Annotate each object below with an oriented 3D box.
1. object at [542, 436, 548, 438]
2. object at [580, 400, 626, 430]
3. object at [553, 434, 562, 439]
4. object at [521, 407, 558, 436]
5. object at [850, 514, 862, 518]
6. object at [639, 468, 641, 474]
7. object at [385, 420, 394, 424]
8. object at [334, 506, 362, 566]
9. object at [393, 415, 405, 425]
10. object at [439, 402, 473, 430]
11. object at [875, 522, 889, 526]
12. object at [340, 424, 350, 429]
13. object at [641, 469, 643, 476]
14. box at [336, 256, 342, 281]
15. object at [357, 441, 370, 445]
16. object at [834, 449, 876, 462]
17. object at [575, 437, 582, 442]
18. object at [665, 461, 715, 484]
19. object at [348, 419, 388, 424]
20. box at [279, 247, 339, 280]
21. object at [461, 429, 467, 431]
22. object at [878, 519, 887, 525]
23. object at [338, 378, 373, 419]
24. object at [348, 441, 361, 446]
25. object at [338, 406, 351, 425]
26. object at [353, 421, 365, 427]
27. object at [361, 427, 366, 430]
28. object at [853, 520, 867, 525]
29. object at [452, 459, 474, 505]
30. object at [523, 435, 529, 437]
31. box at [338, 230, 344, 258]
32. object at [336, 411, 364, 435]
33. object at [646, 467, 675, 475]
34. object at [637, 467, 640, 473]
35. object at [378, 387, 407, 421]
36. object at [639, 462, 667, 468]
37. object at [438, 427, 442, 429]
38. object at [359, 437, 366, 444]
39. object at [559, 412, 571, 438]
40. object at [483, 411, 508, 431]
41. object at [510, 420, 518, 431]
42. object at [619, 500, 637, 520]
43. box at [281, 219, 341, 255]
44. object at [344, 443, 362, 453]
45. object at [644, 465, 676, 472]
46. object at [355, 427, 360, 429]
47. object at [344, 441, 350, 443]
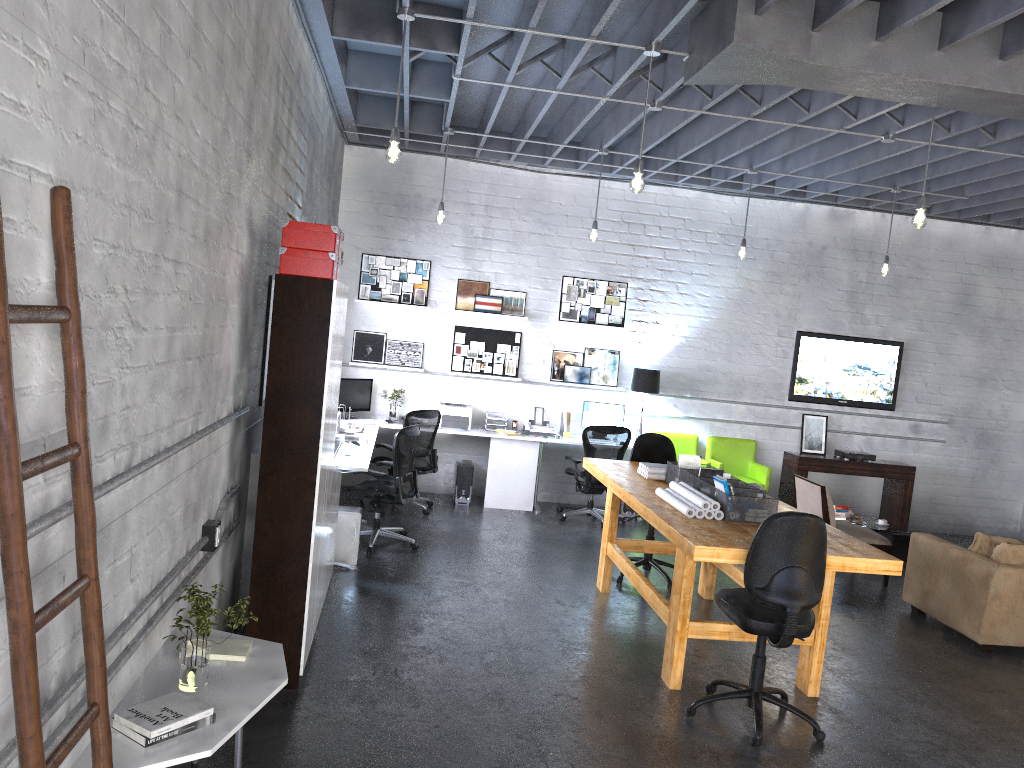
[{"bbox_3d":[0.347,0.564,9.459,0.076,0.016,0.017,9,5,43],"label":"object"},{"bbox_3d":[0.994,0.408,9.808,0.465,0.417,0.211,6,4,-2],"label":"object"},{"bbox_3d":[0.487,0.560,9.490,0.095,0.051,0.095,3,5,-39],"label":"object"},{"bbox_3d":[0.297,0.409,9.732,0.405,0.280,0.399,5,4,-7],"label":"object"},{"bbox_3d":[3.628,1.387,9.392,0.151,0.040,0.151,7,4,10],"label":"object"},{"bbox_3d":[1.199,0.666,6.561,0.520,0.047,0.047,5,4,-7],"label":"object"},{"bbox_3d":[-1.296,0.391,9.339,0.114,0.036,0.058,8,4,33],"label":"object"},{"bbox_3d":[-1.399,1.144,6.756,0.478,0.412,0.200,5,4,-7],"label":"object"},{"bbox_3d":[-1.061,0.392,9.350,0.279,0.081,0.411,3,5,-37],"label":"object"},{"bbox_3d":[-0.619,0.343,9.629,0.351,0.235,0.350,5,4,-7],"label":"object"},{"bbox_3d":[3.783,1.435,9.064,0.131,0.016,0.131,6,4,-1],"label":"object"},{"bbox_3d":[-1.710,0.402,8.251,0.392,0.064,0.259,5,4,-7],"label":"object"},{"bbox_3d":[1.204,0.670,6.515,0.520,0.047,0.047,5,4,-7],"label":"object"},{"bbox_3d":[-1.022,-0.603,4.569,0.270,0.131,0.206,5,4,-7],"label":"box"},{"bbox_3d":[-1.286,0.510,7.612,0.119,0.016,0.119,7,4,11],"label":"object"},{"bbox_3d":[3.937,0.824,10.182,0.371,0.082,0.266,5,4,-7],"label":"object"},{"bbox_3d":[0.896,0.611,9.525,0.422,0.028,0.180,5,4,-12],"label":"object"},{"bbox_3d":[1.267,0.651,6.193,0.316,0.156,0.305,5,4,-7],"label":"object"},{"bbox_3d":[-1.488,0.389,9.124,0.180,0.028,0.422,9,5,43],"label":"object"},{"bbox_3d":[-0.998,-0.588,4.363,0.270,0.131,0.206,5,4,-7],"label":"box"},{"bbox_3d":[-0.502,0.483,9.346,0.075,0.016,0.017,7,4,18],"label":"object"},{"bbox_3d":[3.787,1.412,9.063,0.077,0.052,0.081,9,5,41],"label":"object"},{"bbox_3d":[-1.707,0.151,9.339,0.147,0.428,0.559,8,5,30],"label":"object"},{"bbox_3d":[-1.339,0.500,7.517,0.114,0.036,0.058,5,4,-17],"label":"object"},{"bbox_3d":[-1.737,0.308,8.582,0.324,0.209,0.232,5,4,-7],"label":"object"},{"bbox_3d":[-1.518,0.395,8.785,0.130,0.049,0.130,7,4,10],"label":"object"},{"bbox_3d":[-1.452,0.429,8.601,0.058,0.020,0.071,3,5,-43],"label":"object"},{"bbox_3d":[3.542,1.405,9.028,0.137,0.031,0.137,7,4,19],"label":"object"},{"bbox_3d":[-0.533,1.058,9.588,0.180,0.411,0.475,5,4,-7],"label":"object"},{"bbox_3d":[0.147,0.551,9.414,0.008,0.007,0.141,8,4,27],"label":"object"},{"bbox_3d":[-1.010,-0.733,4.558,0.268,0.133,0.206,5,4,-7],"label":"box"},{"bbox_3d":[-1.553,0.360,7.836,0.485,0.230,0.419,5,4,-7],"label":"object"},{"bbox_3d":[1.223,0.639,6.389,0.520,0.047,0.046,5,4,-9],"label":"object"},{"bbox_3d":[1.194,0.663,6.607,0.520,0.047,0.047,5,4,-7],"label":"object"},{"bbox_3d":[-1.283,0.213,9.573,0.270,0.363,0.297,9,5,38],"label":"object"},{"bbox_3d":[1.200,0.625,6.582,0.520,0.047,0.046,5,4,-7],"label":"object"},{"bbox_3d":[-0.807,0.449,9.344,0.103,0.021,0.131,4,4,-27],"label":"object"},{"bbox_3d":[-1.278,0.486,7.615,0.078,0.049,0.062,3,5,-37],"label":"object"},{"bbox_3d":[0.596,0.448,9.765,0.087,0.259,0.236,5,4,-7],"label":"object"},{"bbox_3d":[-0.178,0.413,9.682,0.229,0.181,0.316,5,4,-7],"label":"object"},{"bbox_3d":[0.029,0.458,9.753,0.093,0.116,0.067,5,4,-7],"label":"object"},{"bbox_3d":[1.241,1.233,9.733,0.180,0.411,0.475,5,4,-7],"label":"object"},{"bbox_3d":[-0.985,-0.716,4.352,0.270,0.131,0.206,5,4,-7],"label":"box"},{"bbox_3d":[-1.329,0.524,7.223,0.181,0.028,0.421,5,4,-17],"label":"object"},{"bbox_3d":[1.217,0.635,6.443,0.520,0.047,0.046,5,4,-7],"label":"object"},{"bbox_3d":[-1.497,0.428,8.600,0.057,0.013,0.013,5,4,-15],"label":"object"},{"bbox_3d":[-1.419,0.498,7.587,0.076,0.016,0.017,5,4,-17],"label":"object"}]
